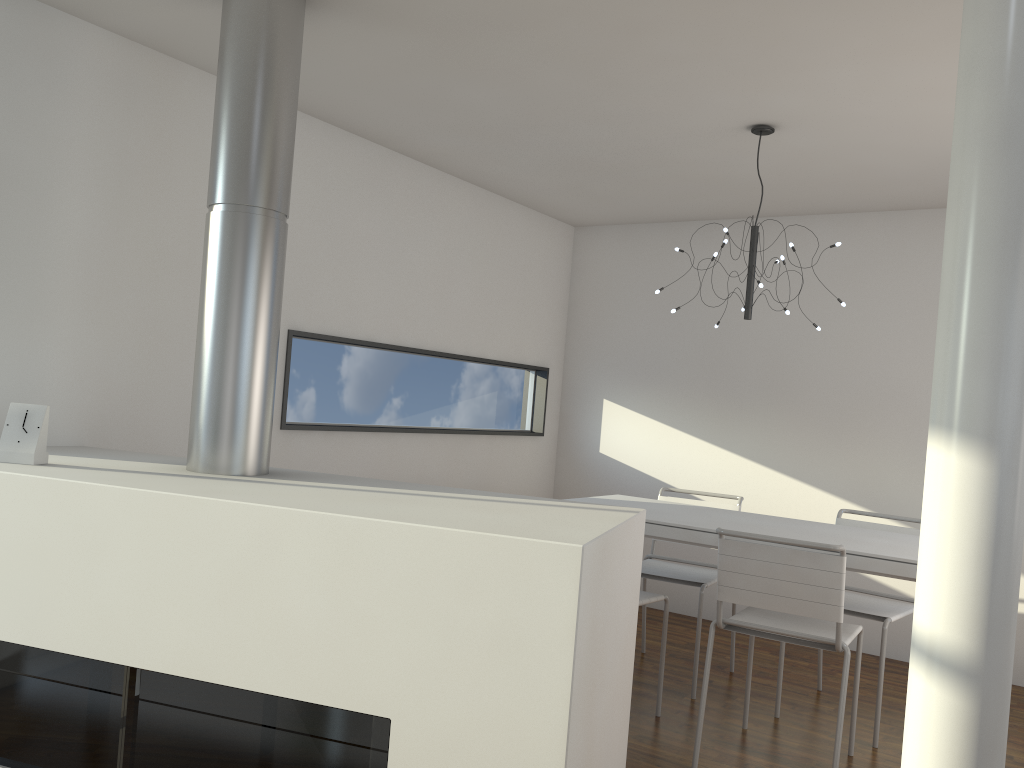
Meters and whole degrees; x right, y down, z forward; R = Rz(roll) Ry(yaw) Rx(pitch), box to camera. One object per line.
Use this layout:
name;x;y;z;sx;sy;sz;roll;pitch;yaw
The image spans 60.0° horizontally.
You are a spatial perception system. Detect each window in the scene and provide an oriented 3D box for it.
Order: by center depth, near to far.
window;-0.424;0.041;4.476;0.165;0.408;2.026;5;-1;34

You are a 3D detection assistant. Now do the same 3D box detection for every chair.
chair;0.885;0.848;2.854;0.427;0.765;0.556;5;0;30
chair;0.254;0.804;3.141;0.427;0.765;0.556;4;0;39
chair;1.334;0.896;3.413;0.427;0.765;0.556;4;0;40
chair;0.710;0.854;3.787;0.427;0.765;0.556;5;0;29

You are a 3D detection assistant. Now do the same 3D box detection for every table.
table;0.828;0.866;3.263;1.399;0.720;0.701;4;-1;34

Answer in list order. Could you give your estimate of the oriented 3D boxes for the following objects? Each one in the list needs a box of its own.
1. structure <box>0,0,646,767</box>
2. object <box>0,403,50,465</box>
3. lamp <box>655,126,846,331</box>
structure;-1.042;-0.031;2.412;2.748;2.206;0.750;4;0;17
object;-1.249;0.127;2.273;0.100;0.151;0.061;5;0;4
lamp;0.913;-0.593;3.317;0.619;0.726;0.589;5;0;-35
